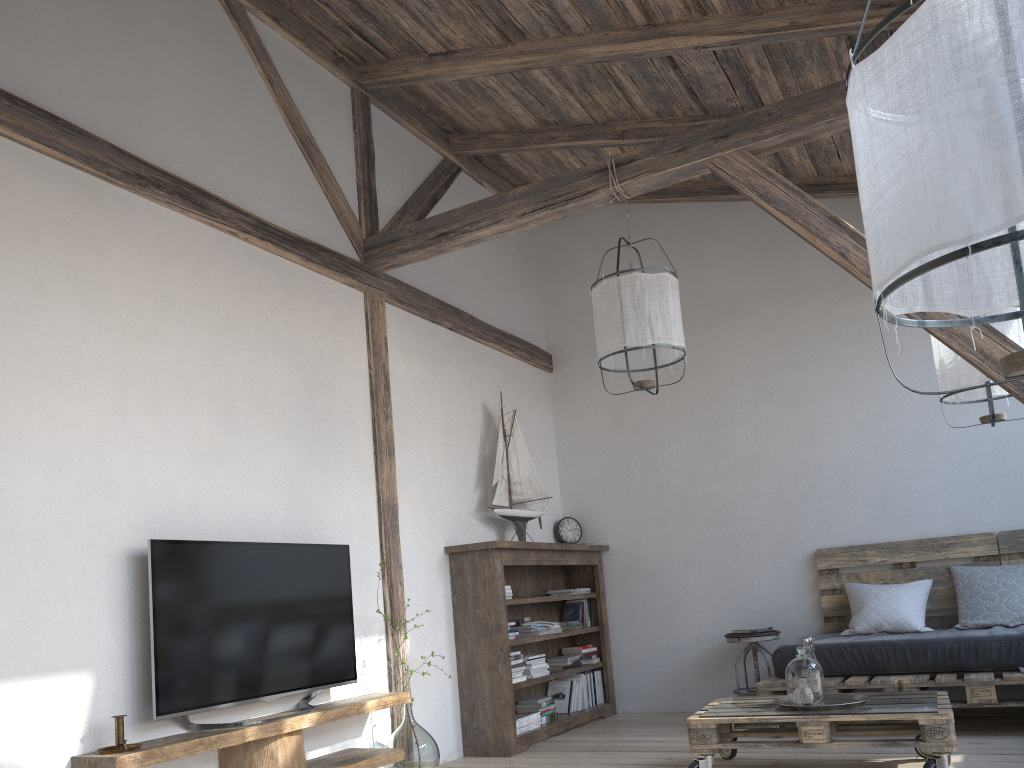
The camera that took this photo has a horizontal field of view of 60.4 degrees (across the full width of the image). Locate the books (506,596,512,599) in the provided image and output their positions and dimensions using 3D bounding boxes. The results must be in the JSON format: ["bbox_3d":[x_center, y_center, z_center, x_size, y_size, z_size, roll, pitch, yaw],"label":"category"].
[{"bbox_3d":[-0.117,1.255,5.130,0.158,0.017,0.223,-10,-15,22],"label":"books"}]

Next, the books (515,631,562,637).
[{"bbox_3d":[0.155,1.555,5.473,0.207,0.009,0.260,-15,-17,35],"label":"books"}]

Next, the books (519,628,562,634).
[{"bbox_3d":[0.166,1.542,5.494,0.206,0.009,0.261,-12,-16,28],"label":"books"}]

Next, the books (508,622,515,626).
[{"bbox_3d":[-0.084,1.409,5.139,0.141,0.018,0.187,-12,-15,27],"label":"books"}]

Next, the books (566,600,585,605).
[{"bbox_3d":[0.443,1.600,6.123,0.140,0.188,0.051,-10,-9,27],"label":"books"}]

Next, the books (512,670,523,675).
[{"bbox_3d":[-0.054,1.670,5.081,0.158,0.017,0.222,-12,-16,26],"label":"books"}]

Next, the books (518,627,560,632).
[{"bbox_3d":[0.137,1.530,5.473,0.259,0.009,0.208,9,-20,-44],"label":"books"}]

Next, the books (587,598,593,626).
[{"bbox_3d":[0.496,1.612,6.201,0.137,0.197,0.021,-10,-9,27],"label":"books"}]

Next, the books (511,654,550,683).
[{"bbox_3d":[0.011,1.681,5.228,0.208,0.148,0.556,-11,-15,26],"label":"books"}]

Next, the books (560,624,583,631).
[{"bbox_3d":[0.356,1.641,5.929,0.163,0.030,0.221,-13,-16,29],"label":"books"}]

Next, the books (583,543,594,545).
[{"bbox_3d":[0.449,1.165,6.291,0.238,0.025,0.180,-12,-15,27],"label":"books"}]

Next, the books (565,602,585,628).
[{"bbox_3d":[0.435,1.603,6.097,0.140,0.173,0.060,-10,-9,26],"label":"books"}]

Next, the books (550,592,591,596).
[{"bbox_3d":[0.405,1.444,6.053,0.206,0.009,0.262,-10,-15,21],"label":"books"}]

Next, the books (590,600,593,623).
[{"bbox_3d":[0.503,1.625,6.229,0.140,0.182,0.020,-10,-9,28],"label":"books"}]

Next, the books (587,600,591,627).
[{"bbox_3d":[0.480,1.616,6.186,0.140,0.182,0.020,-10,-9,28],"label":"books"}]

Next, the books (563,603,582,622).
[{"bbox_3d":[0.417,1.600,6.069,0.132,0.169,0.082,-10,-10,28],"label":"books"}]

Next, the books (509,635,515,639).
[{"bbox_3d":[-0.078,1.483,5.130,0.140,0.019,0.187,-10,-15,22],"label":"books"}]

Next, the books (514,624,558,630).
[{"bbox_3d":[0.131,1.515,5.481,0.207,0.009,0.260,-14,-17,33],"label":"books"}]

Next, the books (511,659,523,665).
[{"bbox_3d":[-0.051,1.612,5.083,0.158,0.021,0.222,-10,-15,22],"label":"books"}]

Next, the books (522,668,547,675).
[{"bbox_3d":[0.096,1.749,5.344,0.158,0.017,0.222,-12,-16,26],"label":"books"}]

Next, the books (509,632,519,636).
[{"bbox_3d":[-0.082,1.465,5.128,0.158,0.017,0.222,-12,-16,26],"label":"books"}]

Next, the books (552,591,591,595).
[{"bbox_3d":[0.410,1.439,6.067,0.206,0.009,0.262,-9,-15,18],"label":"books"}]

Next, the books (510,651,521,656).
[{"bbox_3d":[-0.054,1.563,5.080,0.141,0.018,0.187,-12,-15,27],"label":"books"}]

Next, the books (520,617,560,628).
[{"bbox_3d":[0.177,1.501,5.516,0.221,0.086,0.266,-6,-13,7],"label":"books"}]

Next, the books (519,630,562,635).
[{"bbox_3d":[0.158,1.548,5.482,0.207,0.009,0.261,-13,-16,31],"label":"books"}]

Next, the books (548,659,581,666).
[{"bbox_3d":[0.340,1.845,5.828,0.161,0.022,0.214,-12,-15,27],"label":"books"}]

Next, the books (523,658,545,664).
[{"bbox_3d":[0.080,1.695,5.379,0.159,0.017,0.222,-13,-16,31],"label":"books"}]

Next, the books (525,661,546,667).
[{"bbox_3d":[0.102,1.705,5.356,0.141,0.018,0.187,-12,-15,27],"label":"books"}]

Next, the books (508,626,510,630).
[{"bbox_3d":[-0.084,1.426,5.130,0.132,0.020,0.203,-3,-14,-6],"label":"books"}]

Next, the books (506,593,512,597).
[{"bbox_3d":[-0.102,1.234,5.123,0.141,0.018,0.187,-12,-15,27],"label":"books"}]

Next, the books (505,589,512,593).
[{"bbox_3d":[-0.121,1.217,5.132,0.159,0.021,0.221,-12,-15,27],"label":"books"}]

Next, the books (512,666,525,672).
[{"bbox_3d":[-0.047,1.648,5.067,0.159,0.017,0.222,-13,-16,31],"label":"books"}]

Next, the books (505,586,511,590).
[{"bbox_3d":[-0.129,1.197,5.138,0.159,0.021,0.221,-12,-15,27],"label":"books"}]

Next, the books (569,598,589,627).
[{"bbox_3d":[0.470,1.605,6.169,0.136,0.198,0.021,-10,-9,27],"label":"books"}]

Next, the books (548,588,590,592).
[{"bbox_3d":[0.395,1.419,6.052,0.206,0.009,0.262,-11,-15,23],"label":"books"}]

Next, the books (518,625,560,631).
[{"bbox_3d":[0.147,1.522,5.481,0.207,0.009,0.260,-14,-17,33],"label":"books"}]

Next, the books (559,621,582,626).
[{"bbox_3d":[0.354,1.613,5.924,0.151,0.021,0.207,-13,-16,30],"label":"books"}]

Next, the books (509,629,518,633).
[{"bbox_3d":[-0.087,1.445,5.124,0.148,0.020,0.210,-17,-19,41],"label":"books"}]

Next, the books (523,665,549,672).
[{"bbox_3d":[0.104,1.735,5.361,0.159,0.017,0.222,-13,-16,31],"label":"books"}]

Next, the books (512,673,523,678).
[{"bbox_3d":[-0.059,1.689,5.076,0.159,0.021,0.221,-12,-15,26],"label":"books"}]

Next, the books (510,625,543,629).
[{"bbox_3d":[0.124,1.507,5.480,0.207,0.009,0.260,-16,-18,38],"label":"books"}]

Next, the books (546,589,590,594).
[{"bbox_3d":[0.386,1.426,6.042,0.207,0.009,0.260,-14,-17,33],"label":"books"}]
